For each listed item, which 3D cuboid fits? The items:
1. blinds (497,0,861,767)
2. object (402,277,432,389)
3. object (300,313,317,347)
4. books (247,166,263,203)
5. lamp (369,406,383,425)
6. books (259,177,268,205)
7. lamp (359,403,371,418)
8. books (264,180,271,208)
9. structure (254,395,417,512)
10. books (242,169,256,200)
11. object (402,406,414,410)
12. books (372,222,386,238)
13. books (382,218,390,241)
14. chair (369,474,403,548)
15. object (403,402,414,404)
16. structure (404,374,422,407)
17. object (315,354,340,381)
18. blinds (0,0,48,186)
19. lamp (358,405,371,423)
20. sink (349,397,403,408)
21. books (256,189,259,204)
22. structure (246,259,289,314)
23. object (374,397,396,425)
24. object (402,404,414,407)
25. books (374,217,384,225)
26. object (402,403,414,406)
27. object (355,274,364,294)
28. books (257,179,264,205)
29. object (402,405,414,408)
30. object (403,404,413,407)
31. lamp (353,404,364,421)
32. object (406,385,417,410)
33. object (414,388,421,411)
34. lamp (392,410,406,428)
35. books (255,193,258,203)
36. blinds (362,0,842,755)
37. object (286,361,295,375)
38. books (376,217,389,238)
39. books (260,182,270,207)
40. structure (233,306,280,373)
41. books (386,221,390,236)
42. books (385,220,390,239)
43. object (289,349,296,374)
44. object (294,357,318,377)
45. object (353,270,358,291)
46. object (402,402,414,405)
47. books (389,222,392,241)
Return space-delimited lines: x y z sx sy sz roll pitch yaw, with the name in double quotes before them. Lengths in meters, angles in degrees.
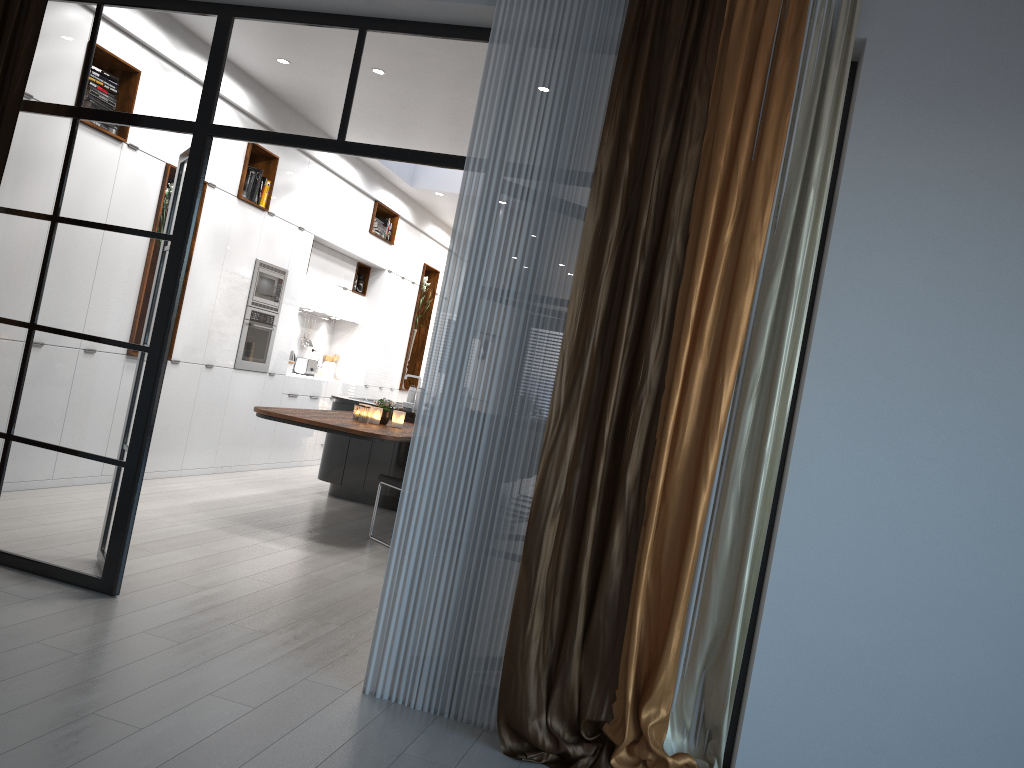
"blinds" 0.588 -0.165 3.091 0.811 3.047 0.254 10 -2 14
"object" -1.375 -0.727 12.312 0.323 1.616 0.322 9 -2 39
"object" -2.343 -0.615 10.187 0.069 0.389 0.319 10 -1 15
"books" -2.325 -1.750 7.748 0.269 0.321 0.047 11 -2 14
"lamp" -1.015 0.235 6.582 0.095 0.124 0.095 11 -1 6
"books" -2.309 -1.731 7.891 0.239 0.288 0.030 11 -2 14
"lamp" -1.116 0.216 6.680 0.096 0.124 0.095 10 -2 31
"books" -2.279 -1.708 7.944 0.212 0.264 0.024 11 -2 14
"structure" -0.873 0.698 8.536 1.379 0.888 5.631 11 -1 13
"books" -2.353 -1.733 7.674 0.236 0.278 0.106 11 -2 14
"object" -0.936 0.217 7.956 0.111 0.023 0.111 11 -1 26
"books" -1.669 -1.832 10.467 0.279 0.137 0.345 11 -1 8
"books" -1.588 -1.870 10.756 0.253 0.312 0.030 11 -2 14
"chair" -0.611 0.664 6.336 0.469 1.019 0.538 12 -2 -41
"object" -0.929 0.179 7.957 0.111 0.023 0.111 11 -1 26
"structure" -0.961 0.070 8.355 0.177 0.311 0.089 11 -2 14
"object" -2.216 -0.224 10.716 0.221 0.316 0.329 11 -1 13
"blinds" -2.565 -0.766 3.883 0.811 3.047 0.254 10 -2 13
"lamp" -1.085 0.224 6.496 0.078 0.120 0.078 11 -1 -4
"sink" -1.198 0.256 8.422 0.485 0.153 0.737 11 -1 13
"books" -2.338 -1.727 7.841 0.231 0.296 0.030 11 -2 14
"structure" -2.469 -0.932 8.266 0.459 0.431 0.594 11 -1 13
"object" -0.969 0.203 6.715 0.151 0.206 0.157 10 -2 31
"object" -0.934 0.205 7.956 0.111 0.023 0.111 11 -1 26
"books" -1.676 -1.928 10.455 0.251 0.047 0.306 11 0 9
"object" -0.932 0.192 7.956 0.111 0.023 0.111 11 -1 26
"object" -1.872 -1.221 10.801 0.124 0.231 0.123 10 -2 15
"books" -2.309 -1.704 7.861 0.191 0.254 0.025 11 -2 14
"object" -0.935 0.211 7.956 0.111 0.023 0.111 11 -1 26
"object" -0.933 0.198 7.956 0.111 0.023 0.111 11 -1 26
"lamp" -1.140 0.214 6.577 0.078 0.120 0.078 11 -1 -4
"object" -0.922 0.122 8.108 0.070 0.219 0.071 12 -2 -22
"object" -0.841 0.137 8.098 0.071 0.219 0.070 9 -2 39
"lamp" -0.855 0.266 6.660 0.095 0.124 0.096 12 -2 -44
"books" -2.327 -1.726 7.786 0.231 0.296 0.030 11 -2 14
"blinds" 0.337 -0.205 3.257 1.302 3.071 0.052 10 -2 14
"object" -2.426 -0.192 9.062 0.380 0.148 0.262 11 -1 14
"books" -1.597 -1.863 10.672 0.197 0.269 0.025 11 -2 14
"books" -2.273 -1.697 7.913 0.184 0.245 0.033 11 -2 14
"structure" -2.546 -0.438 8.245 0.495 0.571 0.594 11 -1 13
"books" -1.603 -1.870 10.728 0.217 0.272 0.030 11 -2 14
"books" -1.593 -1.861 10.697 0.194 0.273 0.025 11 -2 14
"object" -2.437 -0.251 9.619 0.220 0.270 0.179 12 -2 -34
"object" -2.360 -0.195 10.184 0.177 0.195 0.260 11 -1 14
"object" -1.912 -1.252 10.613 0.124 0.275 0.124 11 -2 2
"object" -0.930 0.186 7.957 0.111 0.023 0.111 11 -1 26
"books" -1.568 -1.860 10.832 0.211 0.267 0.025 11 -2 14
